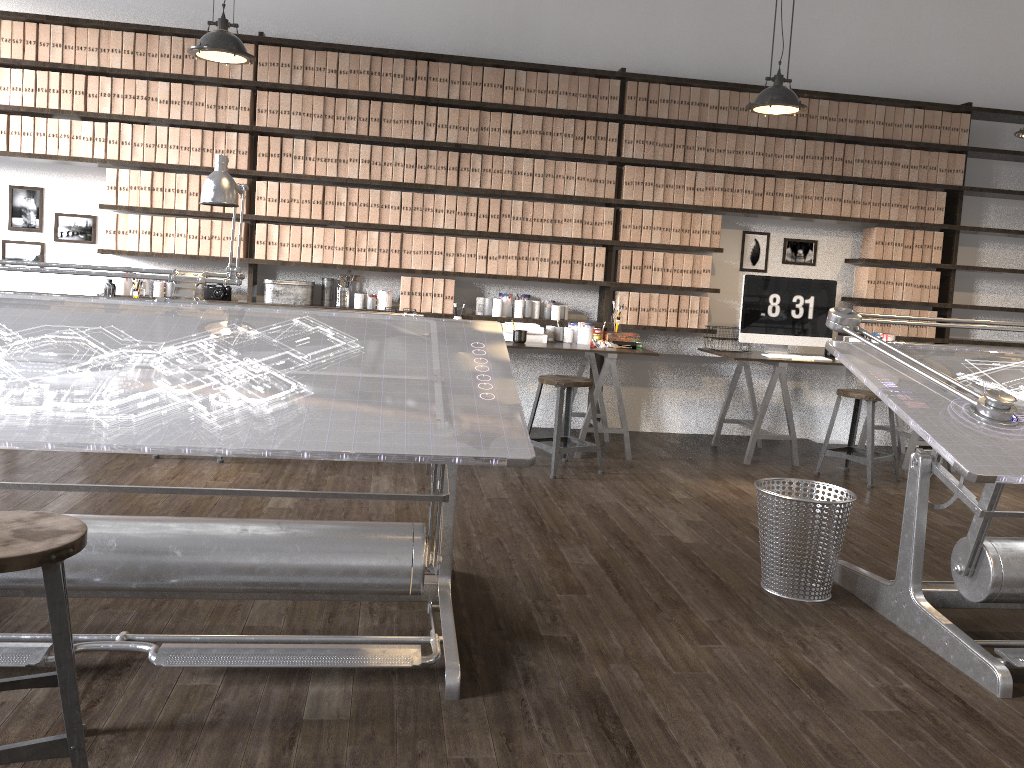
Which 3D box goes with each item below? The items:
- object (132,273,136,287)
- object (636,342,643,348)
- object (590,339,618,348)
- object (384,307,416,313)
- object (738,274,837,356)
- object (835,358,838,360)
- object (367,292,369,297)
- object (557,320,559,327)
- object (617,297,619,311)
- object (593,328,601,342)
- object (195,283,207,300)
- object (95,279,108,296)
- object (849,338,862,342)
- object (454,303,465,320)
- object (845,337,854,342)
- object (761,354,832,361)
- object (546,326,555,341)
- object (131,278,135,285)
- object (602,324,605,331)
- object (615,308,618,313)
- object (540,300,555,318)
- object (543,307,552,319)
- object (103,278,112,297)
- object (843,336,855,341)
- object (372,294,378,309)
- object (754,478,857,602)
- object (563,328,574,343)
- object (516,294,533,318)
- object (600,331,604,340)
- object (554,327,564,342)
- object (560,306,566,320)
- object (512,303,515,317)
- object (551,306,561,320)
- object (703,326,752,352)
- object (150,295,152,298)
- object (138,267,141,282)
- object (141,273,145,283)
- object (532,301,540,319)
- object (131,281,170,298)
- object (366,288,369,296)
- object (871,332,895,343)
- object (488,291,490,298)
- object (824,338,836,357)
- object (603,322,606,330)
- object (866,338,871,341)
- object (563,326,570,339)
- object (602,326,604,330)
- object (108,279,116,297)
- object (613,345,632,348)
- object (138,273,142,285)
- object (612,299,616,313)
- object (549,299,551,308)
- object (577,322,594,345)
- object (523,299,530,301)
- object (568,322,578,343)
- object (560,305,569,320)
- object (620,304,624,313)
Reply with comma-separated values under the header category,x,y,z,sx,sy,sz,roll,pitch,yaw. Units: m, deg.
category,x,y,z,sx,sy,sz,roll,pitch,yaw
object,-2.395,-0.631,5.583,0.050,0.139,0.051,3,4,-11
object,0.810,-0.250,5.655,0.049,0.037,0.049,3,6,-5
object,0.581,-0.253,5.537,0.197,0.050,0.133,-2,8,-37
object,-0.699,-0.389,5.516,0.203,0.160,0.285,3,6,-8
object,1.815,-0.450,5.888,0.643,0.516,0.205,3,5,-8
object,2.124,-0.164,5.710,0.059,0.028,0.107,2,7,-11
object,-0.922,-0.542,5.719,0.035,0.102,0.004,3,4,-12
object,0.306,-0.352,5.819,0.029,0.133,0.004,3,4,-4
object,0.684,-0.450,5.742,0.007,0.227,0.020,5,4,23
object,0.545,-0.304,5.681,0.049,0.111,0.049,3,5,-5
object,-1.978,-0.588,5.628,0.107,0.161,0.237,-1,8,-42
object,-2.419,-0.501,5.218,0.069,0.229,0.068,3,4,-11
object,2.285,-0.231,5.885,0.095,0.144,0.095,5,5,18
object,-0.348,-0.411,5.688,0.102,0.208,0.101,7,6,37
object,2.298,-0.242,5.992,0.097,0.142,0.096,4,5,9
object,1.818,-0.169,5.654,0.438,0.017,0.119,2,7,-13
object,0.251,-0.331,5.785,0.062,0.094,0.062,7,6,33
object,-2.257,-0.568,5.317,0.071,0.185,0.008,3,4,-7
object,0.581,-0.332,5.739,0.040,0.130,0.005,3,4,-10
object,0.675,-0.415,5.722,0.008,0.153,0.038,7,6,41
object,0.244,-0.505,6.019,0.094,0.129,0.095,2,5,-21
object,0.239,-0.472,5.935,0.054,0.081,0.054,2,5,-18
object,-2.429,-0.514,5.289,0.069,0.236,0.068,3,4,-11
object,2.324,-0.254,6.091,0.094,0.144,0.095,4,5,9
object,-0.895,-0.537,5.794,0.045,0.101,0.044,3,5,-5
object,1.042,0.565,3.204,0.353,0.376,0.354,5,6,13
object,0.364,-0.315,5.708,0.062,0.094,0.062,8,7,42
object,0.080,-0.520,5.943,0.094,0.161,0.206,3,6,-7
object,0.561,-0.300,5.748,0.060,0.088,0.060,3,5,-4
object,0.303,-0.323,5.744,0.063,0.093,0.063,7,6,33
object,0.324,-0.475,5.923,0.063,0.094,0.063,6,5,24
object,0.030,-0.491,5.924,0.054,0.101,0.054,4,5,9
object,0.291,-0.470,5.865,0.062,0.095,0.062,6,5,24
object,1.442,-0.299,5.910,0.284,0.160,0.205,2,6,-16
object,-2.178,-0.462,5.355,0.033,0.147,0.005,3,4,-7
object,-2.246,-0.589,5.330,0.007,0.227,0.021,4,4,4
object,-2.238,-0.574,5.323,0.055,0.192,0.006,3,4,-9
object,0.154,-0.496,5.923,0.062,0.119,0.062,0,6,-40
object,-2.217,-0.558,5.453,0.077,0.145,0.346,5,7,14
object,-0.927,-0.556,5.737,0.041,0.124,0.008,2,4,-19
object,2.458,-0.238,5.879,0.144,0.195,0.146,0,6,-36
object,-0.147,-0.541,5.923,0.041,0.168,0.009,3,4,-5
object,2.176,-0.253,6.028,0.096,0.142,0.092,1,6,-29
object,0.589,-0.331,5.745,0.033,0.147,0.005,3,4,-9
object,2.366,-0.232,5.936,0.068,0.154,0.069,1,5,-32
object,0.355,-0.323,5.770,0.045,0.101,0.044,3,5,-8
object,0.579,-0.331,5.761,0.040,0.124,0.005,3,4,-12
object,-2.441,-0.521,5.372,0.069,0.229,0.068,3,4,-11
object,0.690,-0.235,5.545,0.171,0.017,0.011,-2,8,-39
object,-2.239,-0.578,5.308,0.055,0.213,0.007,6,5,27
object,0.666,-0.441,5.726,0.055,0.213,0.007,4,4,-1
object,0.250,-0.499,5.911,0.004,0.135,0.030,3,4,-13
object,0.475,-0.326,5.709,0.105,0.141,0.104,4,5,-1
object,0.093,-0.502,5.933,0.044,0.127,0.045,4,4,10
object,0.413,-0.337,5.808,0.095,0.127,0.094,3,5,-12
object,0.350,-0.482,5.988,0.062,0.095,0.062,6,5,24
object,0.684,-0.428,5.727,0.072,0.185,0.008,7,5,34
